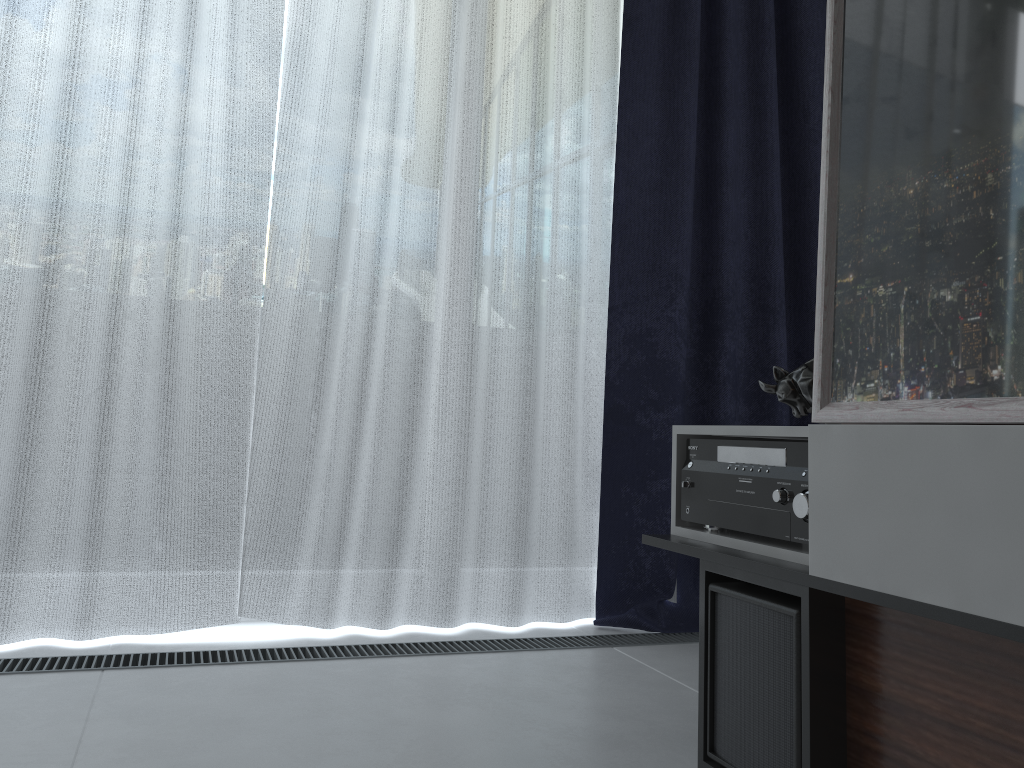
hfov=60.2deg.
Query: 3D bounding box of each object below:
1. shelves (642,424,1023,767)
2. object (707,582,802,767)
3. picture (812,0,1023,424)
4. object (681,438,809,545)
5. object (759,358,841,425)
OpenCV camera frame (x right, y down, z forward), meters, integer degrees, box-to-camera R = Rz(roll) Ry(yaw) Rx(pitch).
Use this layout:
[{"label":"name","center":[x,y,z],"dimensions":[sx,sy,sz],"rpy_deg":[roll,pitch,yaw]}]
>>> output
[{"label":"shelves","center":[1.037,0.299,0.554],"dimensions":[0.870,0.504,2.333],"rpy_deg":[4,-4,-20]},{"label":"object","center":[0.440,0.424,1.243],"dimensions":[0.253,0.254,0.211],"rpy_deg":[5,-7,-20]},{"label":"picture","center":[0.510,-0.309,0.960],"dimensions":[0.053,0.709,0.496],"rpy_deg":[6,-7,-20]},{"label":"object","center":[0.516,0.172,1.404],"dimensions":[0.368,0.152,0.367],"rpy_deg":[4,-4,-20]},{"label":"object","center":[0.599,0.011,1.568],"dimensions":[0.311,0.152,0.136],"rpy_deg":[0,-6,27]}]
